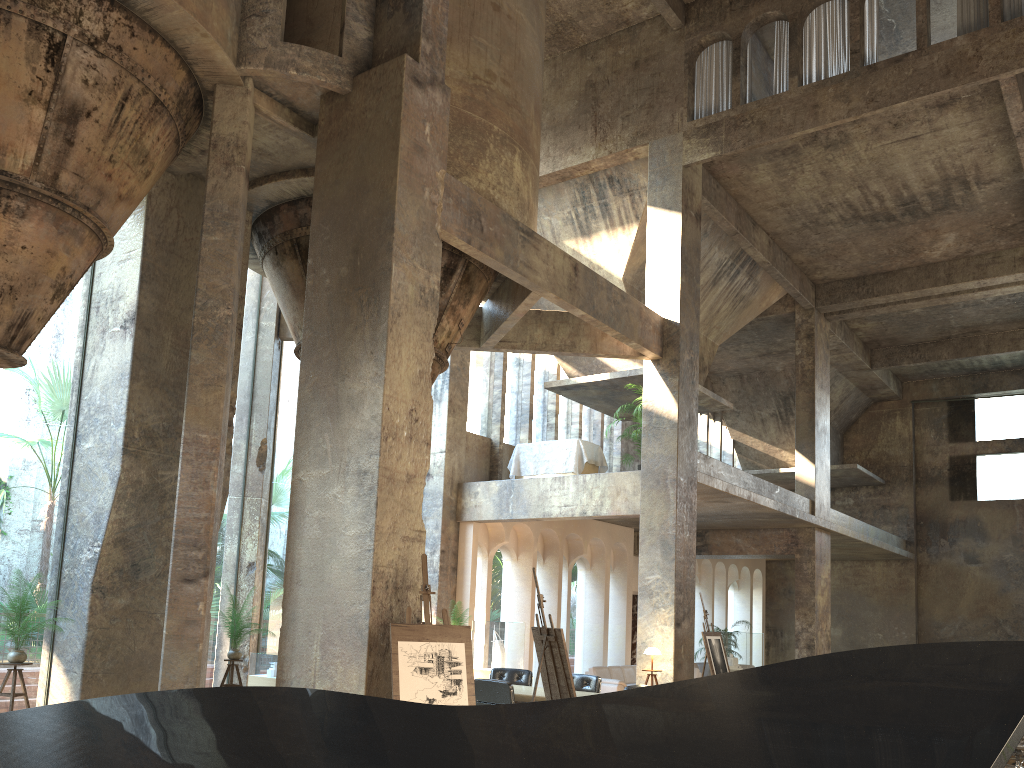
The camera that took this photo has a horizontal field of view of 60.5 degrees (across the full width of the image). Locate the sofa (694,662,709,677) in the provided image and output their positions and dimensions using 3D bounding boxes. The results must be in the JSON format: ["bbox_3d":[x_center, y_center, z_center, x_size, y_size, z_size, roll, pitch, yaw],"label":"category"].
[{"bbox_3d":[5.439,7.176,21.340,2.080,0.706,1.090,-8,-16,35],"label":"sofa"}]

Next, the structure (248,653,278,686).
[{"bbox_3d":[-2.953,4.074,11.586,0.739,0.994,0.756,-5,-13,36],"label":"structure"}]

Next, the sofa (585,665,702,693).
[{"bbox_3d":[2.983,6.174,17.971,2.076,0.706,2.980,-8,-18,35],"label":"sofa"}]

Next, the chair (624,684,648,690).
[{"bbox_3d":[1.184,4.046,10.572,0.824,0.874,0.743,-4,-13,32],"label":"chair"}]

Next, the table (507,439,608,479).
[{"bbox_3d":[0.833,1.502,16.209,1.760,0.785,1.135,-7,-16,35],"label":"table"}]

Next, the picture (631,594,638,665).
[{"bbox_3d":[3.319,6.174,21.947,0.070,1.735,1.529,-3,-12,36],"label":"picture"}]

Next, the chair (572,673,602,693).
[{"bbox_3d":[0.759,4.347,11.774,0.732,0.874,0.837,-4,-13,30],"label":"chair"}]

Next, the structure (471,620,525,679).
[{"bbox_3d":[-0.256,4.861,15.114,0.597,1.516,0.755,-4,-11,36],"label":"structure"}]

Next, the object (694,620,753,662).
[{"bbox_3d":[5.559,7.069,23.013,1.412,1.775,1.376,-7,-14,41],"label":"object"}]

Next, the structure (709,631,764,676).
[{"bbox_3d":[3.460,4.607,13.554,0.597,1.516,0.755,-4,-11,36],"label":"structure"}]

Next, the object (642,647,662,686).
[{"bbox_3d":[1.913,4.417,12.581,0.573,1.271,0.669,-4,-11,36],"label":"object"}]

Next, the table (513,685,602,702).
[{"bbox_3d":[-0.072,4.328,11.478,2.425,0.685,1.124,-8,-17,35],"label":"table"}]

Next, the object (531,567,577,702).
[{"bbox_3d":[0.373,2.862,8.522,0.688,2.103,0.712,6,-9,-21],"label":"object"}]

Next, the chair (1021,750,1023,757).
[{"bbox_3d":[6.928,4.528,11.702,0.704,1.004,0.675,-6,-13,41],"label":"chair"}]

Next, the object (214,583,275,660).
[{"bbox_3d":[-3.309,2.878,10.660,0.864,0.920,0.699,-6,-13,38],"label":"object"}]

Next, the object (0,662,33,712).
[{"bbox_3d":[-4.835,3.230,8.631,0.660,0.952,0.581,-3,-11,30],"label":"object"}]

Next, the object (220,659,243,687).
[{"bbox_3d":[-3.430,3.838,10.692,0.661,0.952,0.581,6,-10,-17],"label":"object"}]

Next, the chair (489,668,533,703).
[{"bbox_3d":[-0.077,4.462,12.341,0.729,0.874,0.840,1,-11,10],"label":"chair"}]

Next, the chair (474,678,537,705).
[{"bbox_3d":[-0.024,3.982,10.527,0.735,0.874,0.833,-7,-15,42],"label":"chair"}]

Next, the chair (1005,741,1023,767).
[{"bbox_3d":[3.572,4.446,11.914,13.029,1.010,32.057,-8,-18,34],"label":"chair"}]

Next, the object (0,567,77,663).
[{"bbox_3d":[-4.764,2.295,8.700,0.867,0.920,0.697,10,-12,-32],"label":"object"}]

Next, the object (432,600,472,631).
[{"bbox_3d":[-1.024,4.180,15.186,0.689,0.920,0.877,-3,-12,26],"label":"object"}]

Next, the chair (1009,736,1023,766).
[{"bbox_3d":[6.393,4.309,10.965,0.703,1.004,0.676,-6,-13,39],"label":"chair"}]

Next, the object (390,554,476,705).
[{"bbox_3d":[-0.645,2.399,6.947,0.706,2.103,0.693,7,-9,-27],"label":"object"}]

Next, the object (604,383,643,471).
[{"bbox_3d":[2.384,0.756,15.064,1.412,1.772,1.376,-7,-14,41],"label":"object"}]

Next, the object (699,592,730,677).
[{"bbox_3d":[2.967,4.128,12.862,0.687,2.103,0.713,-3,-10,35],"label":"object"}]
